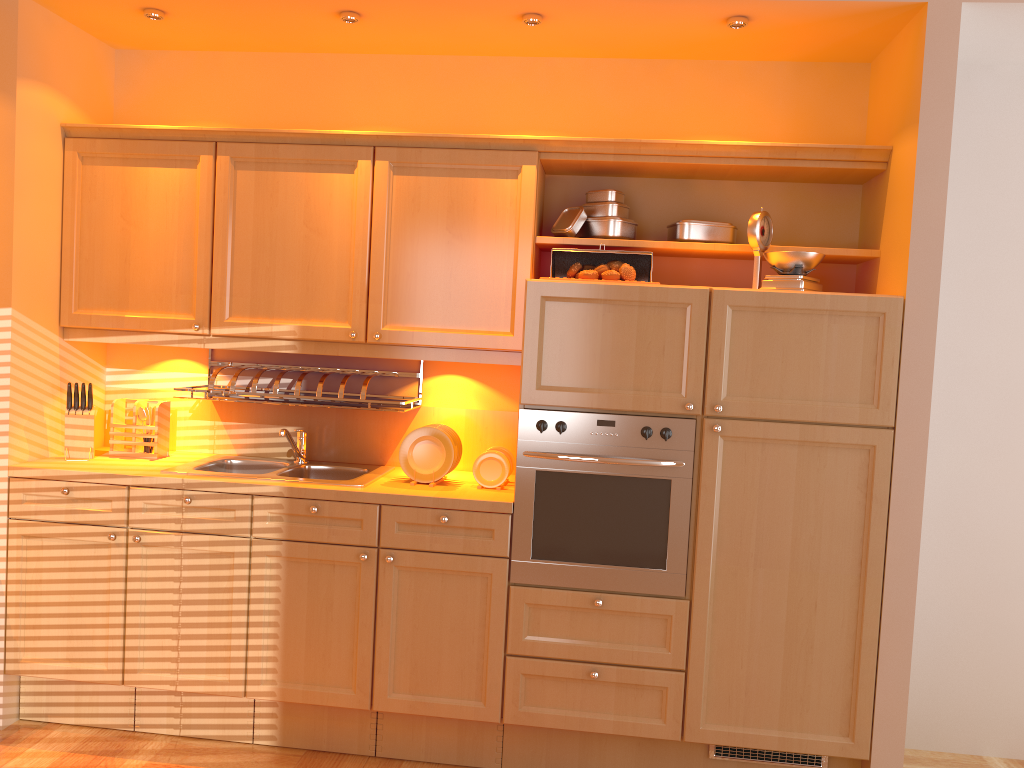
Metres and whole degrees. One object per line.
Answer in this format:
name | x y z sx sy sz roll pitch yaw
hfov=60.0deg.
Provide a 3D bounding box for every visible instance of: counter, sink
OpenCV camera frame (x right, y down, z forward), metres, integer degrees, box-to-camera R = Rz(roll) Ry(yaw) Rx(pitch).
counter | -0.858 0.346 3.339 1.800 0.038 0.600 3 3 6
sink | -0.857 0.333 3.336 0.746 0.336 0.465 3 3 6

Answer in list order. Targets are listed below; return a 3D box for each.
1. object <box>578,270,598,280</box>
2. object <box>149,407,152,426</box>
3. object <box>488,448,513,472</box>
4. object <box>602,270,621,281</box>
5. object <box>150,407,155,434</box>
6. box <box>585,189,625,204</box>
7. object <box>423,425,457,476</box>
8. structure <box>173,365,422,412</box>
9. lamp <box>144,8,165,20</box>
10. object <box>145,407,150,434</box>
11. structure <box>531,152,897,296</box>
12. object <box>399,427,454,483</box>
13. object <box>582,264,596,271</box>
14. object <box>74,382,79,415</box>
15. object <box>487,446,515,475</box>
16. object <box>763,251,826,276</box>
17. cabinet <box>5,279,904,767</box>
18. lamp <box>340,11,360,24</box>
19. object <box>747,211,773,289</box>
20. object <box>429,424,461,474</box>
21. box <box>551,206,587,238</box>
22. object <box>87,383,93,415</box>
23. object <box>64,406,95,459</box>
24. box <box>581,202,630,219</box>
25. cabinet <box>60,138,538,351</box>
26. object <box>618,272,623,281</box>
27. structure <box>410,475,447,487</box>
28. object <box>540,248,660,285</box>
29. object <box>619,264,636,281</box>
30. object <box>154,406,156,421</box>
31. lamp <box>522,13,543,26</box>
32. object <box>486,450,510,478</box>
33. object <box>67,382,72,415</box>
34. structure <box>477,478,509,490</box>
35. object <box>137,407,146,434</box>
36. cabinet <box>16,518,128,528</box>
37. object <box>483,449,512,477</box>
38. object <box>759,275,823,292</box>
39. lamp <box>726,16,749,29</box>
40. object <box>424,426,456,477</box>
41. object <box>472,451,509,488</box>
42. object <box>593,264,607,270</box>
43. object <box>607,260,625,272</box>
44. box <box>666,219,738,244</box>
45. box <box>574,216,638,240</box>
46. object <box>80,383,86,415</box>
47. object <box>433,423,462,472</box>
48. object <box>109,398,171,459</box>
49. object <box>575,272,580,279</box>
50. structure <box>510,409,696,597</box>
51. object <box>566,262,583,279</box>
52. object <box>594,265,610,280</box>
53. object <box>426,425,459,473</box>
object | 0.261 -0.371 3.020 0.066 0.034 0.069 4 3 25
object | -1.437 0.187 3.510 0.018 0.196 0.023 4 3 11
object | -0.062 0.303 3.298 0.133 0.129 0.037 3 3 6
object | 0.336 -0.368 3.006 0.065 0.036 0.062 4 3 19
object | -1.422 0.189 3.492 0.022 0.196 0.018 4 3 11
box | 0.349 -0.695 3.326 0.140 0.052 0.098 6 4 42
object | -0.301 0.254 3.269 0.205 0.200 0.049 3 3 8
structure | -0.824 0.010 3.471 0.900 0.126 0.300 3 3 6
lamp | -1.282 -1.322 3.177 0.070 0.021 0.070 1 4 -33
object | -1.433 0.189 3.488 0.017 0.196 0.020 5 4 32
structure | -0.609 -0.695 2.662 4.091 1.148 1.061 2 3 -20
object | -0.310 0.256 3.214 0.205 0.200 0.049 3 3 8
object | 0.272 -0.391 3.133 0.069 0.061 0.037 2 3 -10
object | -1.654 0.126 3.361 0.019 0.265 0.038 2 3 -11
object | -0.055 0.300 3.353 0.133 0.129 0.037 3 3 8
object | 0.936 -0.394 2.952 0.199 0.075 0.199 2 3 -25
cabinet | -0.268 0.470 3.266 3.000 1.700 0.625 3 3 6
lamp | -0.567 -1.281 3.104 0.070 0.021 0.070 0 4 -44
object | 0.846 -0.453 3.028 0.039 0.271 0.134 6 4 41
object | -0.292 0.251 3.324 0.205 0.200 0.049 3 3 8
box | 0.212 -0.594 3.269 0.098 0.129 0.117 6 4 42
object | -1.609 0.128 3.377 0.019 0.265 0.037 2 3 -11
object | -1.647 0.183 3.382 0.100 0.200 0.070 2 3 -20
box | 0.346 -0.640 3.329 0.177 0.066 0.124 6 4 42
cabinet | -0.797 -0.530 3.426 1.792 0.712 0.332 3 3 6
object | 0.374 -0.369 3.051 0.065 0.036 0.062 3 3 9
structure | -0.305 0.355 3.269 0.084 0.010 0.219 3 3 9
object | 0.310 -0.404 3.084 0.400 0.123 0.280 3 3 7
object | 0.394 -0.376 3.015 0.066 0.064 0.045 1 4 -32
object | -1.431 0.184 3.527 0.042 0.192 0.040 1 4 -34
lamp | 0.070 -1.244 3.033 0.070 0.021 0.070 1 4 -33
object | -0.073 0.306 3.216 0.133 0.129 0.037 3 3 6
object | -1.674 0.126 3.353 0.019 0.265 0.037 1 3 -30
structure | -0.069 0.367 3.275 0.084 0.010 0.219 3 3 7
object | -1.448 0.185 3.481 0.042 0.192 0.040 1 4 -33
cabinet | -2.031 0.857 2.360 1.141 0.840 2.850 3 3 6
object | -0.065 0.304 3.271 0.133 0.129 0.037 3 3 6
object | 0.933 -0.329 2.955 0.156 0.053 0.179 6 4 41
lamp | 0.752 -1.205 2.960 0.070 0.021 0.070 1 4 -33
object | -0.306 0.255 3.242 0.205 0.200 0.049 3 3 8
object | -0.076 0.307 3.189 0.133 0.129 0.037 3 3 6
object | 0.319 -0.388 3.107 0.066 0.063 0.061 4 3 13
object | 0.363 -0.406 3.068 0.061 0.047 0.063 1 4 -36
box | 0.702 -0.550 3.287 0.242 0.090 0.169 2 3 -13
box | 0.342 -0.571 3.333 0.242 0.090 0.169 6 4 42
object | -1.632 0.127 3.369 0.019 0.265 0.038 2 3 -11
object | -0.288 0.250 3.352 0.205 0.200 0.049 3 3 8
object | -1.477 0.175 3.522 0.200 0.221 0.103 3 3 6
object | 0.254 -0.376 3.085 0.068 0.035 0.067 0 4 -43
structure | 0.293 0.390 2.901 0.576 0.583 0.066 3 3 6
object | 0.218 -0.392 3.097 0.055 0.064 0.069 4 3 11
object | 0.310 -0.383 3.058 0.065 0.056 0.056 2 3 -9
object | -0.297 0.252 3.297 0.205 0.200 0.049 3 3 8
